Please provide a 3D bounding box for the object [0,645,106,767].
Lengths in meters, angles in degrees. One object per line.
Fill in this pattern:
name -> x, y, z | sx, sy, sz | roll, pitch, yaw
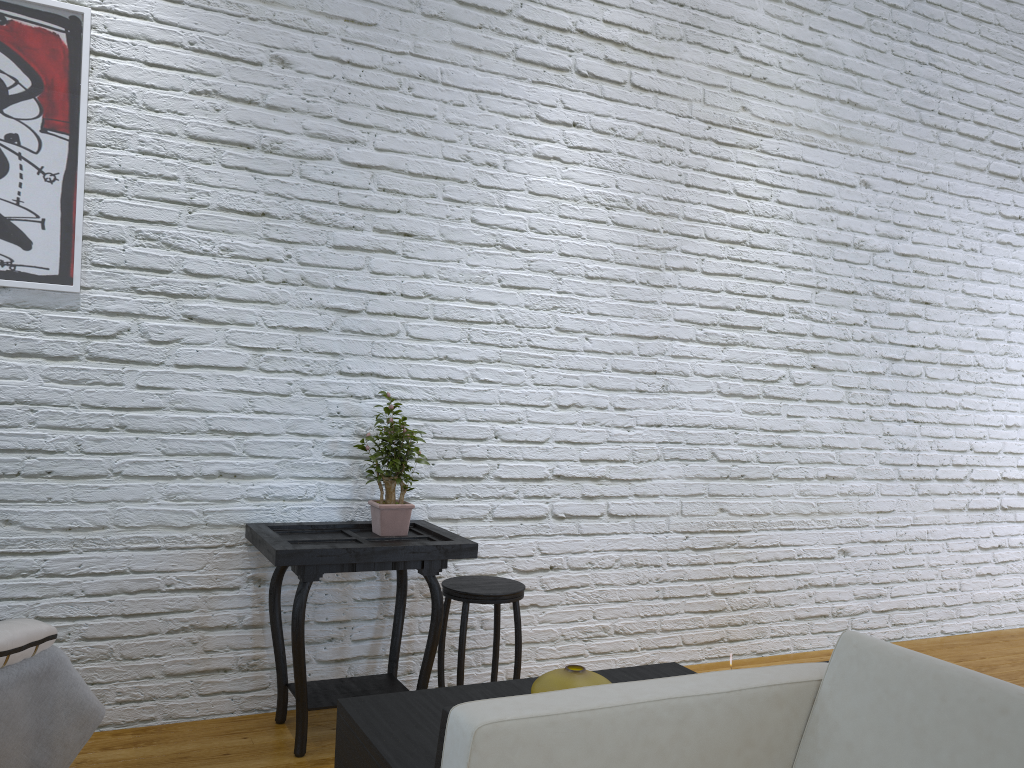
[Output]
object -> -1.213, 0.620, 1.853 | 0.635, 0.688, 0.645 | 3, 0, 12

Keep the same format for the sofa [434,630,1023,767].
sofa -> 0.040, 0.680, 0.099 | 9.729, 0.679, 5.332 | 3, -1, -26

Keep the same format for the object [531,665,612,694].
object -> 0.106, 0.529, 1.514 | 0.146, 0.090, 0.146 | 3, 0, 15

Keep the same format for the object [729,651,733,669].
object -> 0.397, 0.538, 1.611 | 0.071, 0.104, 0.071 | 3, 1, 1

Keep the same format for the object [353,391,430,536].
object -> -0.367, 0.241, 2.707 | 0.237, 0.437, 0.175 | 3, 1, -2

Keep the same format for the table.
table -> -0.459, 0.721, 2.575 | 0.564, 0.578, 0.440 | 3, 1, -26

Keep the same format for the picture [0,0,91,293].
picture -> -1.571, -0.655, 2.205 | 0.921, 0.769, 0.010 | 3, 1, -26

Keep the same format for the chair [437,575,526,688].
chair -> -0.099, 0.826, 2.759 | 0.262, 0.408, 0.262 | 4, 1, 45

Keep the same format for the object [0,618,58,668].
object -> -1.127, 0.539, 1.866 | 0.224, 0.085, 0.232 | 3, 0, 10

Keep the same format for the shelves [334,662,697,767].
shelves -> 0.085, 0.800, 1.571 | 0.730, 0.451, 0.349 | 3, 0, -26
